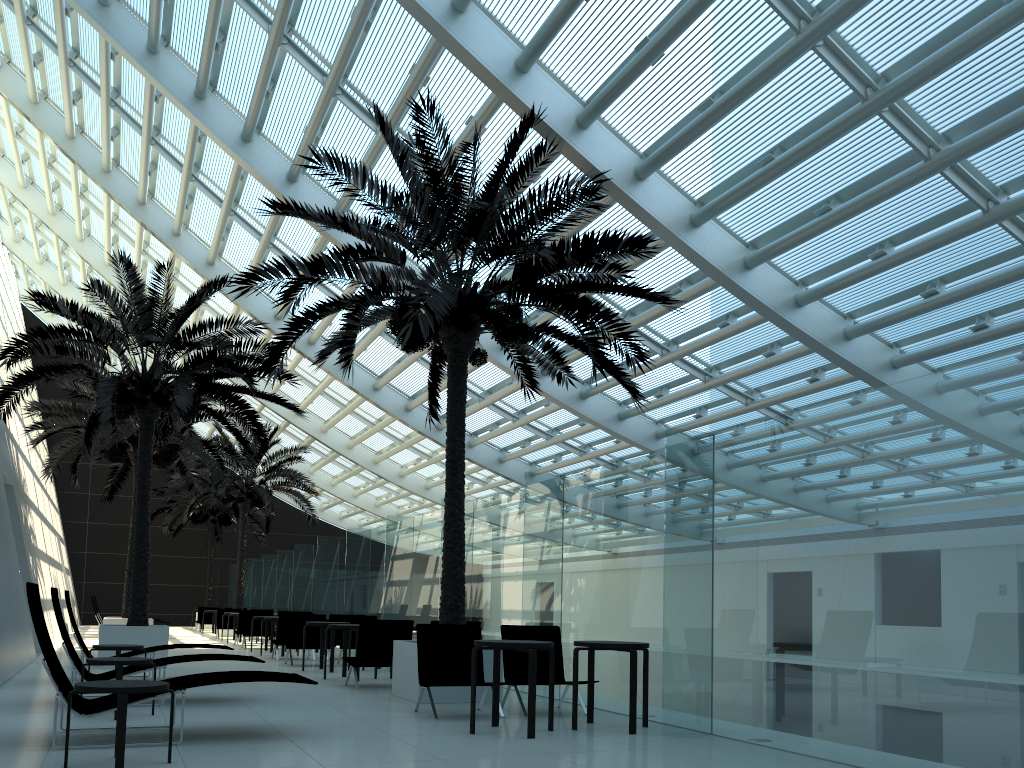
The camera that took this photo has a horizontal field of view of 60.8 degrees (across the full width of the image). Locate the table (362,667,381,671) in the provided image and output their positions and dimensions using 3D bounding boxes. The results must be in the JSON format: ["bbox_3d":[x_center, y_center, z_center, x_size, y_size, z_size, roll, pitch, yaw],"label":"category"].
[{"bbox_3d":[-2.078,4.327,14.350,0.680,0.760,0.697,-1,-9,14],"label":"table"}]

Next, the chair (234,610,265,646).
[{"bbox_3d":[-6.555,6.113,21.869,0.720,0.864,0.907,5,-10,-24],"label":"chair"}]

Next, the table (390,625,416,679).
[{"bbox_3d":[-1.410,3.959,12.867,0.681,0.760,0.697,-2,-9,18],"label":"table"}]

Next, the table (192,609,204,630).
[{"bbox_3d":[-11.792,8.992,33.243,0.682,0.760,0.696,-2,-10,23],"label":"table"}]

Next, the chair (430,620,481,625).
[{"bbox_3d":[-0.923,3.636,11.792,0.720,0.864,0.907,5,-10,-24],"label":"chair"}]

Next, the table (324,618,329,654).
[{"bbox_3d":[-3.834,5.275,18.167,0.681,0.760,0.697,-2,-9,18],"label":"table"}]

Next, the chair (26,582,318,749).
[{"bbox_3d":[-2.616,2.155,6.781,2.050,1.126,0.942,7,-10,-24],"label":"chair"}]

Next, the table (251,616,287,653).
[{"bbox_3d":[-5.321,5.484,19.112,0.680,0.760,0.697,-1,-9,14],"label":"table"}]

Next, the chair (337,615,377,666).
[{"bbox_3d":[-2.645,4.561,15.522,0.720,0.864,0.907,5,-10,-24],"label":"chair"}]

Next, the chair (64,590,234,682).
[{"bbox_3d":[-4.768,3.323,11.487,2.050,1.126,0.942,7,-10,-24],"label":"chair"}]

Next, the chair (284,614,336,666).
[{"bbox_3d":[-3.493,4.441,15.138,0.720,0.864,0.907,5,-10,-24],"label":"chair"}]

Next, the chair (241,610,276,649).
[{"bbox_3d":[-5.858,5.726,20.311,0.720,0.864,0.907,5,-10,-24],"label":"chair"}]

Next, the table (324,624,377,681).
[{"bbox_3d":[-2.292,3.834,12.467,0.681,0.760,0.697,-2,-9,18],"label":"table"}]

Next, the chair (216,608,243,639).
[{"bbox_3d":[-8.193,6.993,25.418,0.720,0.864,0.907,5,-10,-24],"label":"chair"}]

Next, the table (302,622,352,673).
[{"bbox_3d":[-2.960,4.202,13.950,0.680,0.760,0.697,-1,-9,14],"label":"table"}]

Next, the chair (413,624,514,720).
[{"bbox_3d":[-0.477,2.804,8.542,0.720,0.864,0.907,5,-10,-24],"label":"chair"}]

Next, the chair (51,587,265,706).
[{"bbox_3d":[-3.692,2.739,9.134,2.050,1.126,0.942,7,-10,-24],"label":"chair"}]

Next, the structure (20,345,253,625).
[{"bbox_3d":[-8.596,2.508,19.643,4.291,6.713,4.750,0,-8,9],"label":"structure"}]

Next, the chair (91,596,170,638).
[{"bbox_3d":[-10.706,6.547,24.472,2.050,1.126,0.942,7,-10,-24],"label":"chair"}]

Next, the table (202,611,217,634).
[{"bbox_3d":[-10.037,8.044,29.426,0.680,0.760,0.697,-1,-9,14],"label":"table"}]

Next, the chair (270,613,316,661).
[{"bbox_3d":[-4.195,4.831,16.708,0.720,0.864,0.907,5,-10,-24],"label":"chair"}]

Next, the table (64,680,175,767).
[{"bbox_3d":[-2.485,2.160,5.535,0.555,0.503,0.568,-2,-11,18],"label":"table"}]

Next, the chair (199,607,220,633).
[{"bbox_3d":[-10.574,8.286,30.624,0.720,0.864,0.907,5,-10,-24],"label":"chair"}]

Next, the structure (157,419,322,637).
[{"bbox_3d":[-8.645,4.566,27.826,4.861,6.837,4.523,6,-9,-30],"label":"structure"}]

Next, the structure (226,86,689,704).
[{"bbox_3d":[-0.633,0.219,10.315,4.826,6.837,4.555,2,-7,-6],"label":"structure"}]

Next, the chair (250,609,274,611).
[{"bbox_3d":[-7.345,7.114,25.803,0.720,0.864,0.907,5,-10,-24],"label":"chair"}]

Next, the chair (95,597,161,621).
[{"bbox_3d":[-12.891,7.734,29.252,2.050,1.126,0.942,7,-10,-24],"label":"chair"}]

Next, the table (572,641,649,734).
[{"bbox_3d":[0.890,2.716,7.859,0.682,0.760,0.696,-2,-10,23],"label":"table"}]

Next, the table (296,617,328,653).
[{"bbox_3d":[-4.439,5.609,19.512,0.680,0.760,0.697,-1,-9,14],"label":"table"}]

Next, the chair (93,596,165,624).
[{"bbox_3d":[-11.782,7.131,26.825,2.050,1.126,0.942,7,-10,-24],"label":"chair"}]

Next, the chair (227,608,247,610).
[{"bbox_3d":[-9.726,8.406,31.009,0.720,0.864,0.907,5,-10,-24],"label":"chair"}]

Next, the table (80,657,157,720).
[{"bbox_3d":[-3.561,2.744,7.888,0.555,0.503,0.568,-2,-11,18],"label":"table"}]

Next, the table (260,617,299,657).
[{"bbox_3d":[-4.716,5.150,17.767,0.681,0.760,0.697,-2,-9,18],"label":"table"}]

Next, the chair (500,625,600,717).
[{"bbox_3d":[0.371,2.924,8.927,0.720,0.864,0.907,5,-10,-24],"label":"chair"}]

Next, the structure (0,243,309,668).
[{"bbox_3d":[-5.900,1.201,14.236,4.329,6.655,4.708,-6,-10,44],"label":"structure"}]

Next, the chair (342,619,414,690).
[{"bbox_3d":[-1.771,3.516,11.407,0.720,0.864,0.907,5,-10,-24],"label":"chair"}]

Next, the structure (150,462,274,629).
[{"bbox_3d":[-12.028,6.419,35.287,4.866,6.836,4.519,-6,-11,44],"label":"structure"}]

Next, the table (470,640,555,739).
[{"bbox_3d":[0.008,2.591,7.459,0.682,0.760,0.696,-2,-10,23],"label":"table"}]

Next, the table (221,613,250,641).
[{"bbox_3d":[-7.666,6.757,24.242,0.680,0.760,0.697,-1,-9,14],"label":"table"}]

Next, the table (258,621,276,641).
[{"bbox_3d":[-6.784,6.882,24.642,0.680,0.760,0.697,-1,-9,14],"label":"table"}]

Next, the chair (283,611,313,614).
[{"bbox_3d":[-5.010,5.846,20.696,0.720,0.864,0.907,5,-10,-24],"label":"chair"}]

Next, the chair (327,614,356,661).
[{"bbox_3d":[-3.347,4.952,17.092,0.720,0.864,0.907,5,-10,-24],"label":"chair"}]

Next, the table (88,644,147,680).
[{"bbox_3d":[-4.637,3.328,10.241,0.555,0.503,0.568,-2,-11,18],"label":"table"}]

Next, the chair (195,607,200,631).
[{"bbox_3d":[-11.271,8.673,32.183,0.720,0.864,0.907,5,-10,-24],"label":"chair"}]

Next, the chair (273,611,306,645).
[{"bbox_3d":[-5.707,6.233,22.254,0.720,0.864,0.907,5,-10,-24],"label":"chair"}]

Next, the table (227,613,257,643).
[{"bbox_3d":[-7.076,6.431,22.929,0.681,0.760,0.697,-2,-9,18],"label":"table"}]

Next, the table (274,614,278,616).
[{"bbox_3d":[-6.194,6.556,23.329,0.681,0.760,0.697,-2,-9,18],"label":"table"}]
